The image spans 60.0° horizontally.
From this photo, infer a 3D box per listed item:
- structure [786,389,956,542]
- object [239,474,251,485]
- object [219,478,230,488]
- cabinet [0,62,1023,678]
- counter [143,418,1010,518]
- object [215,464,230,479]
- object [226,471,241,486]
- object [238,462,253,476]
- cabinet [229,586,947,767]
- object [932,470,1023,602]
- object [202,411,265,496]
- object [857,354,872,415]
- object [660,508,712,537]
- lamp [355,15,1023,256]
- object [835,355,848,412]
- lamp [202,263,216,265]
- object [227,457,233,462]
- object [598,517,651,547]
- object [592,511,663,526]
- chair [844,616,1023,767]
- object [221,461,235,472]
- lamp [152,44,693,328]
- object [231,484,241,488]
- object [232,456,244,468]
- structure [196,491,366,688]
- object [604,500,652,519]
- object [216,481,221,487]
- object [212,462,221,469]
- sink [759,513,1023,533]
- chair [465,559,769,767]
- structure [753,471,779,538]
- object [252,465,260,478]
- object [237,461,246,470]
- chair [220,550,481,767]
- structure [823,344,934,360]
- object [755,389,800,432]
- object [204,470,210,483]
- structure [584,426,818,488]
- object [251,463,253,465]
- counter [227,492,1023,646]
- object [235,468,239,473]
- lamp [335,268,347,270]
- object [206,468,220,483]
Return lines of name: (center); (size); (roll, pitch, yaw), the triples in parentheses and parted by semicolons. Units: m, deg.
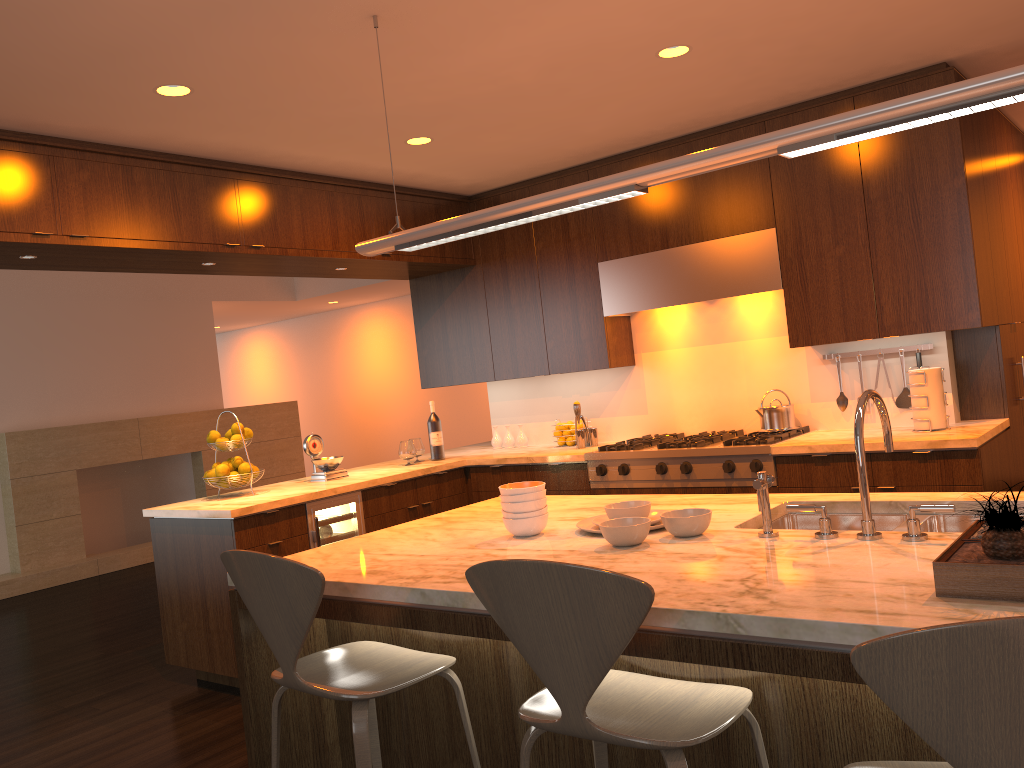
structure: (0.854, 0.187, 2.083); (0.321, 0.341, 0.310); (-6, 0, -14)
object: (-1.430, 0.505, 4.751); (0.078, 0.075, 0.078); (-6, 0, 16)
object: (-1.525, 0.521, 4.723); (0.063, 0.069, 0.070); (-6, 0, 0)
cabinet: (0.444, -0.191, 3.221); (5.521, 2.997, 7.728); (-6, 0, 38)
counter: (0.474, 0.402, 4.748); (3.616, 0.038, 3.187); (-6, 0, 38)
object: (-1.514, 0.457, 4.643); (0.068, 0.077, 0.079); (-6, 0, 14)
object: (-1.470, 0.499, 4.679); (0.078, 0.076, 0.078); (-6, 0, 25)
object: (-1.410, 0.451, 4.694); (0.077, 0.074, 0.078); (-7, 0, -37)
cabinet: (0.685, 0.856, 2.226); (2.713, 0.876, 1.281); (-6, 0, 38)
object: (1.073, 0.221, 1.591); (0.497, 0.231, 0.503); (-6, 0, 38)
object: (-1.511, 0.373, 4.774); (0.324, 0.461, 0.324); (-6, 0, -3)
object: (1.808, 0.004, 4.581); (0.066, 0.314, 0.004); (-6, 0, 38)
object: (0.464, 0.371, 2.352); (0.138, 0.059, 0.139); (-7, 0, -26)
lamp: (0.447, -0.899, 2.203); (2.465, 0.765, 0.120); (-6, 0, 38)
object: (1.721, -0.002, 4.644); (0.061, 0.296, 0.020); (-6, 0, 37)
lamp: (-1.555, -0.616, 4.544); (0.068, 0.004, 0.068); (-6, 0, 19)
object: (-1.506, 0.421, 4.775); (0.063, 0.059, 0.061); (-7, 0, -19)
object: (0.298, 0.390, 2.318); (0.138, 0.059, 0.139); (-7, 0, -26)
object: (0.340, 0.399, 2.566); (0.216, 0.025, 0.217); (-7, 0, -35)
chair: (0.723, 0.773, 1.245); (0.520, 1.047, 0.506); (-6, 0, 13)
object: (-1.511, 0.446, 4.711); (0.077, 0.075, 0.077); (-6, 0, 12)
lamp: (-3.726, -0.947, 8.848); (16.431, 0.171, 5.868); (-6, 0, 38)
object: (-1.491, 0.529, 4.785); (0.062, 0.062, 0.062); (-6, 0, -8)
object: (-1.459, 0.415, 4.712); (0.060, 0.063, 0.062); (-7, 1, -45)
structure: (0.569, 0.858, 4.797); (3.400, 0.862, 3.060); (-6, 0, 38)
object: (0.338, 0.378, 2.566); (0.138, 0.059, 0.139); (-7, 0, -26)
object: (-1.562, 0.530, 4.775); (0.056, 0.053, 0.057); (-6, 0, -2)
object: (-1.573, 0.454, 4.754); (0.067, 0.071, 0.069); (-7, 0, -16)
sink: (1.026, 0.464, 2.302); (0.813, 0.176, 0.457); (-6, 0, 38)
chair: (0.242, 0.823, 1.819); (0.520, 1.047, 0.506); (-6, 0, 38)
structure: (0.633, 0.301, 2.223); (0.050, 0.161, 0.067); (-6, 0, 38)
object: (-1.416, 0.481, 4.841); (0.073, 0.072, 0.071); (-6, 0, -8)
object: (-1.448, 0.451, 4.790); (0.070, 0.072, 0.071); (-6, 0, 2)
chair: (-0.404, 0.892, 2.274); (0.520, 1.047, 0.506); (-6, 1, 43)
structure: (1.860, -0.164, 4.533); (0.541, 0.031, 0.048); (-6, 1, 41)
object: (1.419, 0.136, 4.759); (0.221, 0.218, 0.221); (-6, 0, 23)
object: (-1.616, 0.497, 4.757); (0.068, 0.069, 0.065); (-6, 0, 15)
structure: (1.053, 0.304, 4.881); (1.067, 0.422, 0.824); (-6, 0, 38)
object: (-1.448, 0.463, 4.887); (0.055, 0.057, 0.056); (-6, 0, -6)
counter: (0.635, 0.401, 2.223); (2.711, 0.038, 1.280); (-6, 0, 38)
object: (-1.509, 0.463, 4.831); (0.072, 0.068, 0.071); (-7, 1, -45)
lamp: (-1.011, -0.681, 5.246); (0.068, 0.004, 0.068); (-6, 0, 19)
object: (-1.578, 0.484, 4.686); (0.077, 0.077, 0.077); (-7, 1, -41)
